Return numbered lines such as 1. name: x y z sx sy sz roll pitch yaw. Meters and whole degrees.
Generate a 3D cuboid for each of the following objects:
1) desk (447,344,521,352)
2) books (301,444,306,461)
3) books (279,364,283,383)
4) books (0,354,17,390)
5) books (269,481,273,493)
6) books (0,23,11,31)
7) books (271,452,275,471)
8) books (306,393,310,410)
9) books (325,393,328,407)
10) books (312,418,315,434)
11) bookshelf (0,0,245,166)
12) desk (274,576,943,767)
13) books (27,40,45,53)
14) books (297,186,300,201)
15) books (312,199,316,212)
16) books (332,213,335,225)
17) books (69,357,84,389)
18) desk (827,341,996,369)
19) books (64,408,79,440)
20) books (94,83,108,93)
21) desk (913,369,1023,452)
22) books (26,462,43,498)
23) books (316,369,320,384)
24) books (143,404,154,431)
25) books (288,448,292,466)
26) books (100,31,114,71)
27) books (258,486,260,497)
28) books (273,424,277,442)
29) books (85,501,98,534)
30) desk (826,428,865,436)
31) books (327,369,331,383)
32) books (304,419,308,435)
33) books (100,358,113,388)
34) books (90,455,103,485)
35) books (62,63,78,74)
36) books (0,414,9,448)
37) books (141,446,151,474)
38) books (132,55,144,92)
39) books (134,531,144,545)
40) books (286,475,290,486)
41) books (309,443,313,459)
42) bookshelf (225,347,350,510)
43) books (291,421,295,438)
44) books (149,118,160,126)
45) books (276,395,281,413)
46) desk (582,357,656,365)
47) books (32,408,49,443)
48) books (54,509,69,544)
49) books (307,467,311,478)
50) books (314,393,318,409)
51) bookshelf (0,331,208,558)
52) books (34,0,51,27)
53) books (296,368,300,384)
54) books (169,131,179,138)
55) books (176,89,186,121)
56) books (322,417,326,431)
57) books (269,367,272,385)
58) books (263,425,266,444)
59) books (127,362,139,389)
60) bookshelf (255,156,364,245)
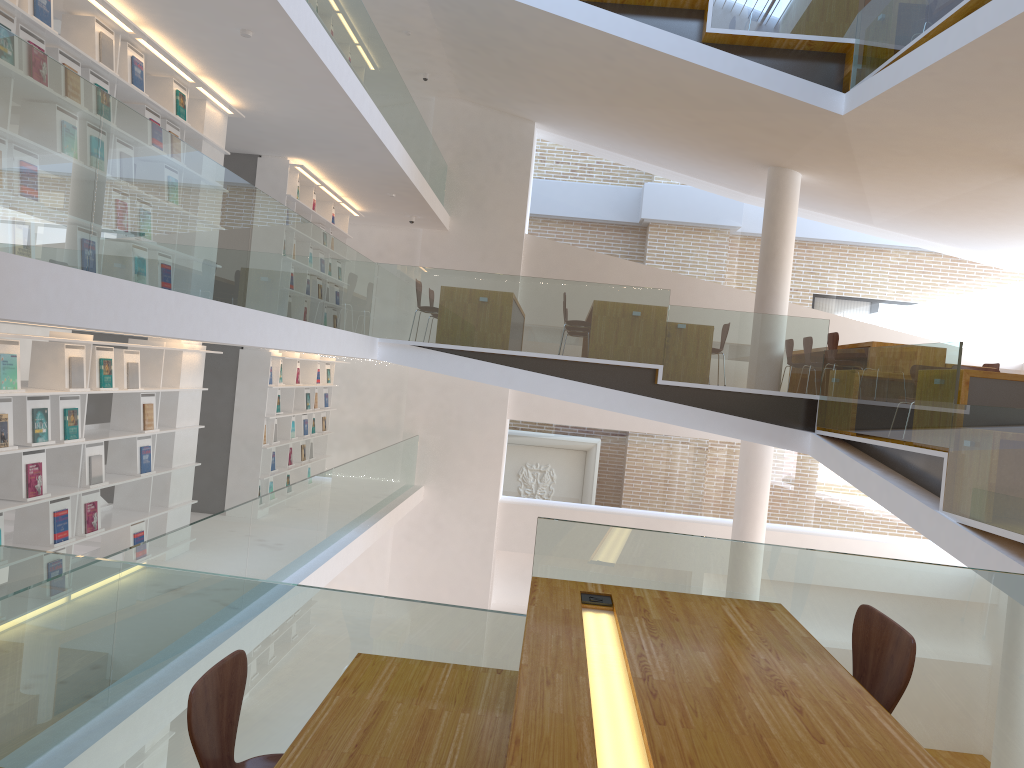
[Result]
1. desk: -0.305 -0.690 10.791 0.760 0.606 3.194 6 1 3
2. books: -2.658 0.881 11.310 0.037 0.210 0.145 6 1 3
3. books: -2.630 -0.121 10.044 0.037 0.210 0.145 6 1 3
4. books: -2.834 -0.064 4.988 0.037 0.210 0.145 6 1 3
5. books: -2.755 1.222 10.113 0.037 0.210 0.145 6 1 3
6. books: -2.686 -1.789 4.671 0.037 0.210 0.145 6 1 3
7. books: -2.722 0.879 10.087 0.037 0.210 0.145 6 1 3
8. books: -2.597 0.222 11.299 0.037 0.210 0.145 6 1 3
9. books: -2.549 0.234 12.186 0.037 0.210 0.145 6 1 3
10. books: -2.609 0.556 11.638 0.037 0.210 0.145 6 1 3
11. bookshelf: -2.749 -1.497 5.913 0.498 1.836 3.666 6 1 3
12. desk: 0.050 1.067 1.162 1.285 0.918 3.236 6 1 3
13. books: -2.668 -1.794 4.975 0.037 0.210 0.145 6 1 3
14. books: -2.432 -2.143 10.031 0.037 0.210 0.145 6 1 3
15. books: -2.397 -2.131 10.718 0.037 0.210 0.145 6 1 3
16. books: -2.349 -2.135 11.626 0.037 0.210 0.145 6 1 3
17. books: -2.796 -0.068 5.698 0.037 0.210 0.145 6 1 3
18. desk: 4.349 -0.006 10.611 1.247 0.762 3.194 6 1 3
19. books: -2.829 0.261 5.694 0.037 0.210 0.145 6 1 3
20. books: -2.628 -1.796 5.676 0.037 0.210 0.145 6 1 3
21. desk: 4.779 0.557 6.384 3.216 1.022 1.248 6 1 3
22. books: -2.881 0.583 5.350 0.037 0.210 0.145 6 1 3
23. books: -2.548 -0.093 11.646 0.037 0.210 0.145 6 1 3
24. books: -2.775 0.256 6.769 0.037 0.210 0.145 6 1 3
25. books: -2.691 0.880 10.748 0.037 0.210 0.145 6 1 3
26. books: -2.596 -2.125 5.680 0.037 0.210 0.145 6 1 3
27. books: -2.777 1.221 9.681 0.037 0.210 0.145 6 1 3
28. books: -2.693 0.561 10.059 0.037 0.210 0.145 6 1 3
29. books: -2.876 0.914 6.063 0.037 0.210 0.145 6 1 3
30. desk: 4.820 0.332 8.415 3.356 0.606 0.760 6 1 3
31. books: -2.519 -0.101 12.182 0.037 0.210 0.145 6 1 3
32. books: -2.627 0.557 11.303 0.037 0.210 0.145 6 1 3
33. books: -2.777 -0.069 6.068 0.037 0.210 0.145 6 1 3
34. books: -2.842 0.595 6.061 0.037 0.210 0.145 6 1 3
35. books: -2.650 -1.794 5.322 0.037 0.210 0.145 6 1 3
36. books: -2.880 0.275 4.982 0.037 0.210 0.145 6 1 3
37. books: -2.803 0.582 6.789 0.037 0.210 0.145 6 1 3
38. books: -2.573 -2.128 6.100 0.037 0.210 0.145 6 1 3
39. books: -2.869 1.243 6.821 0.037 0.210 0.145 6 1 3
40. books: -2.720 1.210 10.748 0.037 0.210 0.145 6 1 3
41. books: -2.641 0.879 11.641 0.037 0.210 0.145 6 1 3
42. bookshelf: -2.678 0.529 10.989 0.498 1.836 2.984 6 1 3
43. books: -2.659 0.553 10.745 0.037 0.210 0.145 6 1 3
44. books: -2.591 -1.803 6.436 0.037 0.210 0.145 6 1 3
45. books: -2.660 0.232 10.071 0.037 0.210 0.145 6 1 3
46. desk: 1.510 -0.436 10.695 1.248 0.757 3.196 6 1 3
47. books: -2.850 0.251 5.357 0.037 0.210 0.145 6 1 3
48. books: -2.896 0.915 5.696 0.037 0.210 0.145 6 1 3
49. books: -2.673 1.207 11.644 0.037 0.210 0.145 6 1 3
50. books: -2.579 0.220 11.649 0.037 0.210 0.145 6 1 3
51. bookshelf: -3.000 0.549 5.936 0.397 1.836 3.666 6 1 3
52. books: -2.633 -2.123 4.973 0.037 0.210 0.145 6 1 3
53. books: -2.596 -0.089 10.739 0.037 0.210 0.145 6 1 3
54. books: -2.574 -1.801 6.752 0.037 0.210 0.145 6 1 3
55. books: -2.536 -2.130 6.799 0.037 0.210 0.145 6 1 3
56. books: -2.580 0.558 12.192 0.037 0.210 0.145 6 1 3
57. books: -2.649 -0.086 9.688 0.037 0.210 0.145 6 1 3
58. books: -2.715 0.553 9.677 0.037 0.210 0.145 6 1 3
59. books: -2.758 -0.051 6.456 0.037 0.210 0.145 6 1 3
60. bookshelf: -2.478 -1.522 10.968 0.498 1.836 2.984 6 1 3
